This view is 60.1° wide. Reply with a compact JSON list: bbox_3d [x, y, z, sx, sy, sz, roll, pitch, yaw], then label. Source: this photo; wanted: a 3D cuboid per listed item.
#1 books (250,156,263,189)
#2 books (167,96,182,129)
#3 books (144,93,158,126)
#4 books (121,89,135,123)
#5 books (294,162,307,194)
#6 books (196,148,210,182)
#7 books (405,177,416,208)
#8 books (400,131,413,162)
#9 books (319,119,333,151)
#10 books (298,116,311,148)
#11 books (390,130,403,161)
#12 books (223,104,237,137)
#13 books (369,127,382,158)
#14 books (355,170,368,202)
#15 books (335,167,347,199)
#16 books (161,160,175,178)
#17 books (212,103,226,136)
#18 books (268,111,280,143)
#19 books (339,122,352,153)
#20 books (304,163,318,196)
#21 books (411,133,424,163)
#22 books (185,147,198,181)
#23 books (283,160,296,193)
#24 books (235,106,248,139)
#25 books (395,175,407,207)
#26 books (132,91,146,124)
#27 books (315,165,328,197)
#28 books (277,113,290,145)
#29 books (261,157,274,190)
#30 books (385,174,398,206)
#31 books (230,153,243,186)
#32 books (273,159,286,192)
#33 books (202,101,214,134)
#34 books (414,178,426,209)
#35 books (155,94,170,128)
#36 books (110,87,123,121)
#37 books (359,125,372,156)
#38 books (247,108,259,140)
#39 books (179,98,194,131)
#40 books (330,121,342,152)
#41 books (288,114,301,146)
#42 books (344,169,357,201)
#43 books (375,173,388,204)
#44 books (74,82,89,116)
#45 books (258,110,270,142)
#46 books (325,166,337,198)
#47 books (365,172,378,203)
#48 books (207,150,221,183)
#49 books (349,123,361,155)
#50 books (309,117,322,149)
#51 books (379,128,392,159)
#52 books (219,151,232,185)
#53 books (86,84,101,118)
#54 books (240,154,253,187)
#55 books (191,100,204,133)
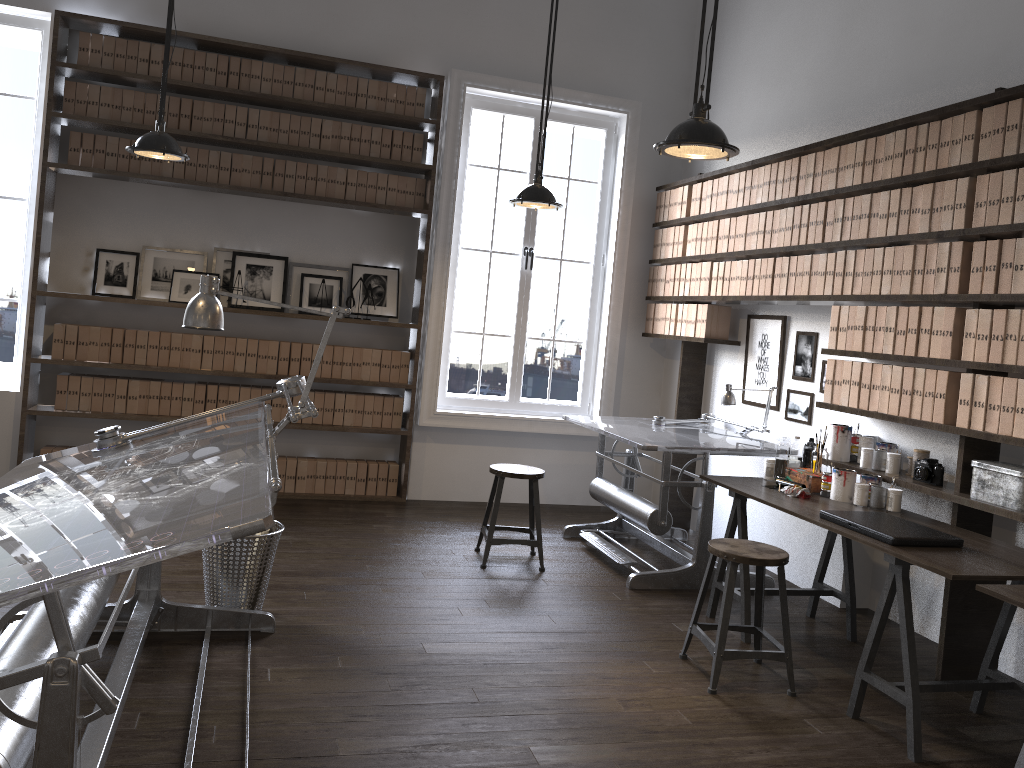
[{"bbox_3d":[-1.737,-1.422,6.019,0.066,0.225,0.175,5,2,-16],"label":"books"},{"bbox_3d":[-2.232,-1.770,5.861,0.066,0.225,0.175,5,2,-16],"label":"books"},{"bbox_3d":[-2.367,-1.780,5.821,0.066,0.225,0.175,5,2,-16],"label":"books"},{"bbox_3d":[-2.498,-1.789,5.777,0.067,0.225,0.175,5,2,-16],"label":"books"},{"bbox_3d":[-1.459,-1.402,6.100,0.066,0.225,0.175,5,2,-16],"label":"books"},{"bbox_3d":[-2.066,-1.446,5.924,0.066,0.225,0.175,5,2,-16],"label":"books"},{"bbox_3d":[-0.739,-1.349,6.308,0.066,0.225,0.175,5,2,-16],"label":"books"},{"bbox_3d":[-0.758,-1.663,6.291,0.066,0.225,0.175,5,2,-16],"label":"books"},{"bbox_3d":[-1.292,-1.701,6.132,0.066,0.225,0.175,5,2,-16],"label":"books"},{"bbox_3d":[-1.429,-1.712,6.094,0.066,0.225,0.175,5,2,-16],"label":"books"},{"bbox_3d":[-0.827,-1.668,6.265,0.067,0.225,0.175,5,2,-16],"label":"books"},{"bbox_3d":[-1.895,-1.745,5.952,0.066,0.225,0.175,5,2,-16],"label":"books"},{"bbox_3d":[-0.967,-1.678,6.225,0.066,0.225,0.175,5,2,-16],"label":"books"},{"bbox_3d":[-1.066,-1.373,6.213,0.066,0.225,0.175,5,2,-16],"label":"books"},{"bbox_3d":[-1.202,-1.383,6.172,0.066,0.225,0.175,5,2,-16],"label":"books"},{"bbox_3d":[-2.268,-1.460,5.861,0.066,0.225,0.175,5,2,-16],"label":"books"},{"bbox_3d":[-1.964,-1.750,5.932,0.067,0.225,0.175,5,2,-16],"label":"books"},{"bbox_3d":[-1.626,-1.726,6.036,0.066,0.225,0.175,5,2,-16],"label":"books"},{"bbox_3d":[-1.167,-1.692,6.165,0.067,0.225,0.175,5,2,-16],"label":"books"},{"bbox_3d":[-1.391,-1.397,6.119,0.066,0.225,0.175,5,2,-16],"label":"books"},{"bbox_3d":[-0.685,-1.657,6.310,0.066,0.225,0.175,5,2,-16],"label":"books"},{"bbox_3d":[-2.132,-1.451,5.903,0.066,0.225,0.175,5,2,-16],"label":"books"},{"bbox_3d":[-1.526,-1.406,6.076,0.066,0.225,0.175,5,2,-16],"label":"books"},{"bbox_3d":[-1.827,-1.740,5.976,0.066,0.225,0.175,5,2,-16],"label":"books"},{"bbox_3d":[-0.798,-1.353,6.286,0.067,0.225,0.175,5,2,-16],"label":"books"},{"bbox_3d":[-2.435,-1.785,5.801,0.066,0.225,0.175,5,2,-16],"label":"books"},{"bbox_3d":[-1.325,-1.391,6.133,0.067,0.225,0.175,5,2,-16],"label":"books"},{"bbox_3d":[-1.561,-1.721,6.050,0.067,0.225,0.175,5,2,-16],"label":"books"},{"bbox_3d":[-1.665,-1.416,6.034,0.067,0.225,0.175,5,2,-16],"label":"books"},{"bbox_3d":[-0.861,-1.358,6.267,0.066,0.225,0.175,5,2,-16],"label":"books"},{"bbox_3d":[-1.859,-1.430,5.977,0.067,0.225,0.175,5,2,-16],"label":"books"},{"bbox_3d":[-1.595,-1.412,6.061,0.066,0.225,0.175,5,2,-16],"label":"books"},{"bbox_3d":[-2.026,-1.755,5.919,0.066,0.225,0.175,5,2,-16],"label":"books"},{"bbox_3d":[-0.672,-1.344,6.328,0.066,0.225,0.175,5,2,-16],"label":"books"},{"bbox_3d":[-2.299,-1.775,5.837,0.066,0.225,0.175,5,2,-16],"label":"books"},{"bbox_3d":[-2.563,-1.794,5.763,0.066,0.225,0.175,5,2,-16],"label":"books"},{"bbox_3d":[-1.036,-1.683,6.209,0.066,0.225,0.175,5,2,-16],"label":"books"},{"bbox_3d":[-1.755,-1.735,5.995,0.067,0.225,0.175,5,2,-16],"label":"books"},{"bbox_3d":[-2.158,-1.765,5.877,0.067,0.225,0.175,5,2,-16],"label":"books"},{"bbox_3d":[-1.232,-1.697,6.151,0.066,0.225,0.175,5,2,-16],"label":"books"},{"bbox_3d":[-1.496,-1.717,6.076,0.066,0.225,0.175,5,2,-16],"label":"books"},{"bbox_3d":[-1.132,-1.377,6.190,0.067,0.225,0.175,5,2,-16],"label":"books"},{"bbox_3d":[-0.932,-1.363,6.250,0.066,0.225,0.175,5,2,-16],"label":"books"},{"bbox_3d":[-2.760,-1.809,5.706,0.066,0.225,0.175,5,2,-16],"label":"books"},{"bbox_3d":[-1.686,-1.730,6.017,0.066,0.225,0.175,5,2,-16],"label":"books"},{"bbox_3d":[-1.262,-1.387,6.156,0.066,0.225,0.175,5,2,-16],"label":"books"},{"bbox_3d":[-0.999,-1.368,6.235,0.066,0.225,0.175,5,2,-16],"label":"books"},{"bbox_3d":[-1.998,-1.441,5.940,0.066,0.225,0.175,5,2,-16],"label":"books"},{"bbox_3d":[-1.104,-1.688,6.189,0.066,0.225,0.175,5,2,-16],"label":"books"},{"bbox_3d":[-1.361,-1.706,6.110,0.067,0.225,0.175,5,2,-16],"label":"books"},{"bbox_3d":[-0.901,-1.673,6.249,0.066,0.225,0.175,5,2,-16],"label":"books"},{"bbox_3d":[-1.928,-1.435,5.957,0.066,0.225,0.175,5,2,-16],"label":"books"},{"bbox_3d":[-2.692,-1.803,5.722,0.067,0.225,0.175,5,2,-16],"label":"books"},{"bbox_3d":[-1.799,-1.426,5.998,0.066,0.225,0.175,5,2,-16],"label":"books"},{"bbox_3d":[-2.089,-1.760,5.903,0.066,0.225,0.175,5,2,-16],"label":"books"}]
